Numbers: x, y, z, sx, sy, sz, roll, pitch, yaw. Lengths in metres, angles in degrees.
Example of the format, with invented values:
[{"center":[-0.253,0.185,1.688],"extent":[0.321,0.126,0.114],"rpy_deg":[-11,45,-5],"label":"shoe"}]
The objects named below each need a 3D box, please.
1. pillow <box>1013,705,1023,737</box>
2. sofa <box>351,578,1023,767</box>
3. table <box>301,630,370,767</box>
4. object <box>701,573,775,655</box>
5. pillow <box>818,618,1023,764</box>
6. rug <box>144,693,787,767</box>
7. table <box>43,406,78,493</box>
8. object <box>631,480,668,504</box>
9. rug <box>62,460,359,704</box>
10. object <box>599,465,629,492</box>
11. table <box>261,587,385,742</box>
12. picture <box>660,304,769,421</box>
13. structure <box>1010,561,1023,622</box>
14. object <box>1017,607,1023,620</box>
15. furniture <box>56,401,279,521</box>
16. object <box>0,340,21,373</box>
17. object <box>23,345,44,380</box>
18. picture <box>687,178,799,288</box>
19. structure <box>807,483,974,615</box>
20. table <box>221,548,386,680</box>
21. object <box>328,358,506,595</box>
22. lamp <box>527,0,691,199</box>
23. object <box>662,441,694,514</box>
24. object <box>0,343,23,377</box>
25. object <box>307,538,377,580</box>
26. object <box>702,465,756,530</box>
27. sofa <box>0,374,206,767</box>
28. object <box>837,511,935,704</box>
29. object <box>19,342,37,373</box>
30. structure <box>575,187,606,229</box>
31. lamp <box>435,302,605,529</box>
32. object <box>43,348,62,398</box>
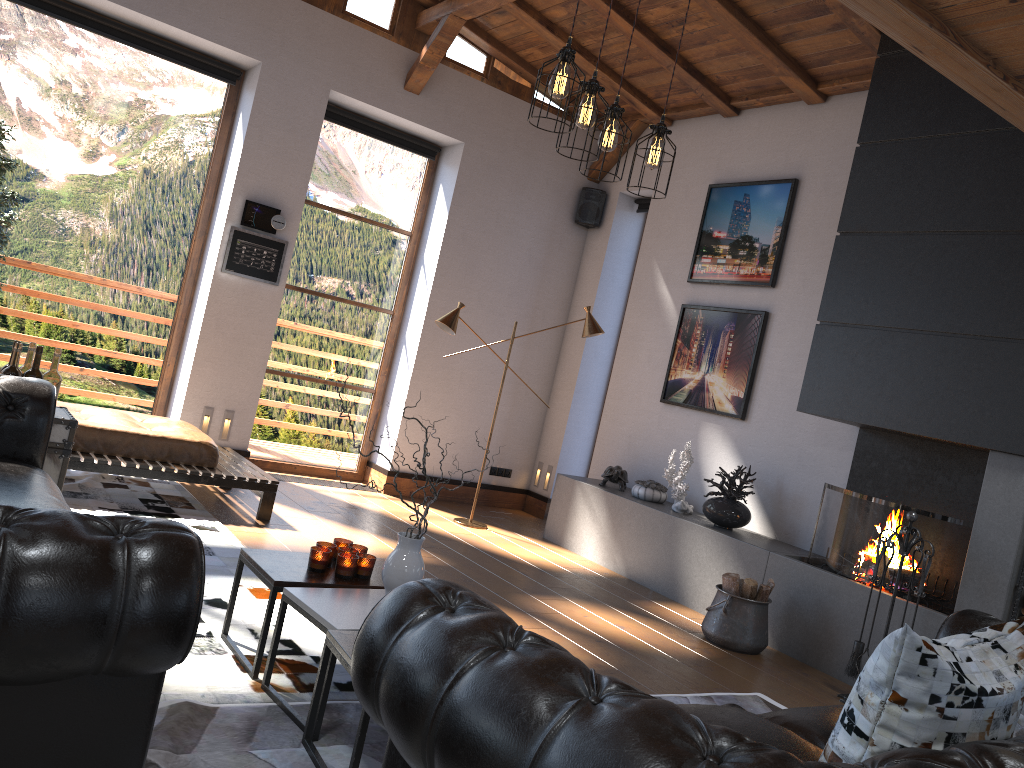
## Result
[{"center":[1.448,0.824,2.306],"extent":[0.533,0.469,0.281],"rpy_deg":[13,0,-32],"label":"pillow"},{"center":[0.960,1.034,2.067],"extent":[2.591,0.838,1.227],"rpy_deg":[13,0,-35],"label":"sofa"},{"center":[-0.226,0.998,2.671],"extent":[0.656,0.350,0.396],"rpy_deg":[13,0,-30],"label":"table"},{"center":[1.314,1.299,5.108],"extent":[0.385,0.431,0.383],"rpy_deg":[13,0,-8],"label":"object"},{"center":[0.897,0.702,1.915],"extent":[0.533,0.469,0.281],"rpy_deg":[13,0,-32],"label":"pillow"},{"center":[0.187,1.259,2.139],"extent":[4.082,0.053,2.409],"rpy_deg":[12,1,-34],"label":"rug"},{"center":[-2.253,0.396,3.965],"extent":[0.421,0.609,0.401],"rpy_deg":[13,0,-35],"label":"table"},{"center":[1.047,0.805,6.732],"extent":[0.261,0.160,0.278],"rpy_deg":[13,0,-32],"label":"object"},{"center":[-2.403,0.645,4.065],"extent":[2.455,0.053,3.772],"rpy_deg":[12,1,-34],"label":"rug"},{"center":[0.819,0.738,7.045],"extent":[0.225,0.183,0.407],"rpy_deg":[13,0,10],"label":"object"},{"center":[-0.445,0.944,3.064],"extent":[0.657,0.350,0.396],"rpy_deg":[13,0,-40],"label":"table"},{"center":[1.533,-0.190,6.819],"extent":[0.036,0.816,0.871],"rpy_deg":[13,0,-34],"label":"picture"},{"center":[2.875,0.537,4.203],"extent":[0.517,2.617,0.497],"rpy_deg":[13,0,-35],"label":"structure"},{"center":[2.877,0.544,4.214],"extent":[0.471,2.612,0.489],"rpy_deg":[13,0,-35],"label":"object"},{"center":[-2.900,0.321,5.241],"extent":[2.786,0.437,1.164],"rpy_deg":[12,1,-35],"label":"furniture"},{"center":[-2.228,-0.053,3.941],"extent":[0.087,0.286,0.087],"rpy_deg":[13,0,5],"label":"object"},{"center":[-2.132,-0.031,3.944],"extent":[0.086,0.286,0.088],"rpy_deg":[13,0,33],"label":"object"},{"center":[1.755,-1.160,6.826],"extent":[0.036,0.816,0.871],"rpy_deg":[13,0,-34],"label":"picture"},{"center":[2.065,0.907,5.000],"extent":[0.185,0.514,0.973],"rpy_deg":[13,0,-34],"label":"structure"},{"center":[-0.702,0.881,3.408],"extent":[0.656,0.350,0.396],"rpy_deg":[13,0,-35],"label":"table"},{"center":[-0.358,0.370,3.087],"extent":[0.624,0.808,0.403],"rpy_deg":[13,0,-24],"label":"object"},{"center":[0.571,-1.948,3.633],"extent":[0.811,2.202,0.259],"rpy_deg":[13,-1,-44],"label":"lamp"},{"center":[1.212,0.662,6.385],"extent":[0.257,0.532,0.430],"rpy_deg":[13,0,24],"label":"object"},{"center":[-2.175,-0.039,3.854],"extent":[0.087,0.286,0.088],"rpy_deg":[13,0,32],"label":"object"},{"center":[-0.640,0.674,3.420],"extent":[0.246,0.081,0.302],"rpy_deg":[13,1,4],"label":"object"},{"center":[1.495,0.758,6.065],"extent":[0.335,0.455,0.340],"rpy_deg":[13,0,-9],"label":"object"},{"center":[-1.817,0.395,2.417],"extent":[1.251,0.838,2.541],"rpy_deg":[13,1,-35],"label":"sofa"},{"center":[1.913,1.137,4.471],"extent":[0.306,1.018,0.309],"rpy_deg":[13,0,11],"label":"object"},{"center":[-2.210,-0.049,4.033],"extent":[0.088,0.286,0.087],"rpy_deg":[13,0,-22],"label":"object"},{"center":[0.737,-1.648,8.300],"extent":[0.215,0.349,0.211],"rpy_deg":[13,0,-35],"label":"structure"},{"center":[-0.108,0.194,6.981],"extent":[1.328,1.899,0.525],"rpy_deg":[13,0,-14],"label":"lamp"},{"center":[-2.096,-0.023,4.036],"extent":[0.088,0.286,0.087],"rpy_deg":[13,0,-24],"label":"object"}]
